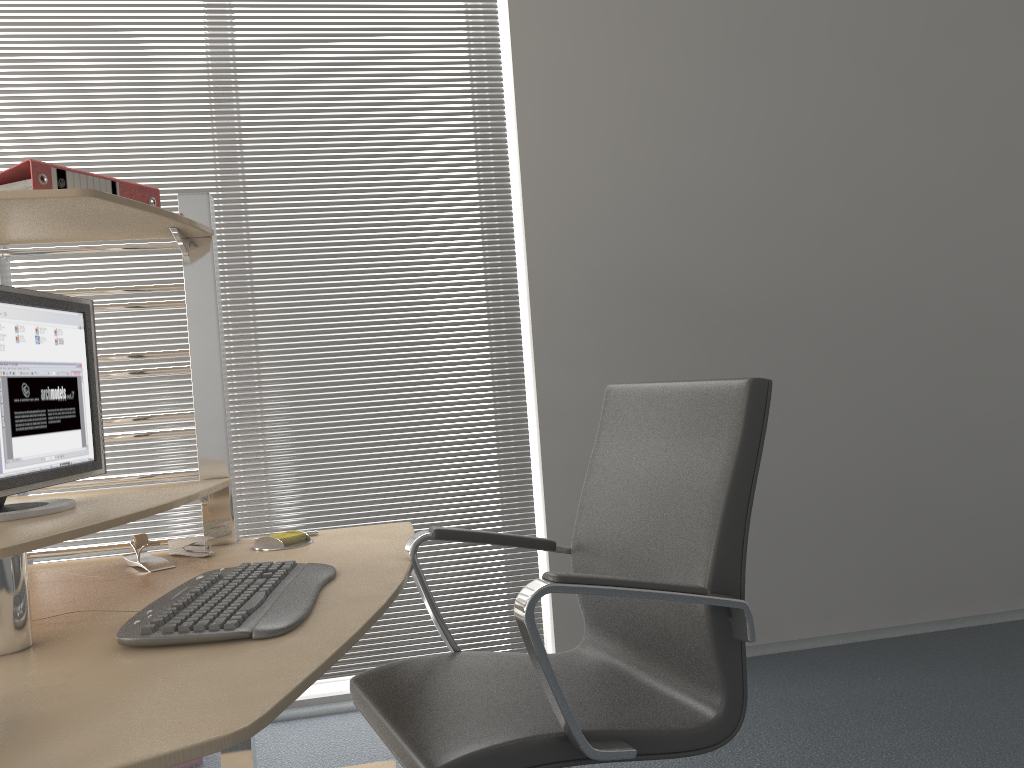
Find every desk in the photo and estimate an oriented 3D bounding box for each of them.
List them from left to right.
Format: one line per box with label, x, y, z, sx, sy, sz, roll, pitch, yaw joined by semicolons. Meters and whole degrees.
desk;-0.604;0.330;1.438;0.967;1.566;1.469;-4;1;-10

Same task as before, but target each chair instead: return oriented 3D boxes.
chair;0.085;0.537;1.590;0.652;1.048;0.584;-4;1;-24

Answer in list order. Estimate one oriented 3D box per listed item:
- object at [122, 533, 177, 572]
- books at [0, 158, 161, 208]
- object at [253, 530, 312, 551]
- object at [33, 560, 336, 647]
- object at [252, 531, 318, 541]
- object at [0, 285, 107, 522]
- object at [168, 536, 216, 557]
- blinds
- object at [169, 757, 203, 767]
object;-0.776;0.355;1.890;0.054;0.064;0.159;-5;1;-43
books;-0.947;-0.380;1.837;0.262;0.072;0.320;-4;1;22
object;-0.525;0.354;2.028;0.132;0.026;0.132;-4;1;-10
object;-0.724;0.400;1.469;0.814;0.082;0.478;-4;1;-3
object;-0.542;0.363;2.110;0.158;0.011;0.011;-4;1;-13
object;-0.964;0.036;1.664;0.245;0.418;0.516;-4;1;12
object;-0.715;0.361;1.976;0.134;0.042;0.022;-4;1;32
blinds;-0.942;-0.354;3.004;1.950;2.770;0.022;-4;1;-10
object;-1.060;1.044;2.690;0.185;0.202;0.245;-4;1;-28
